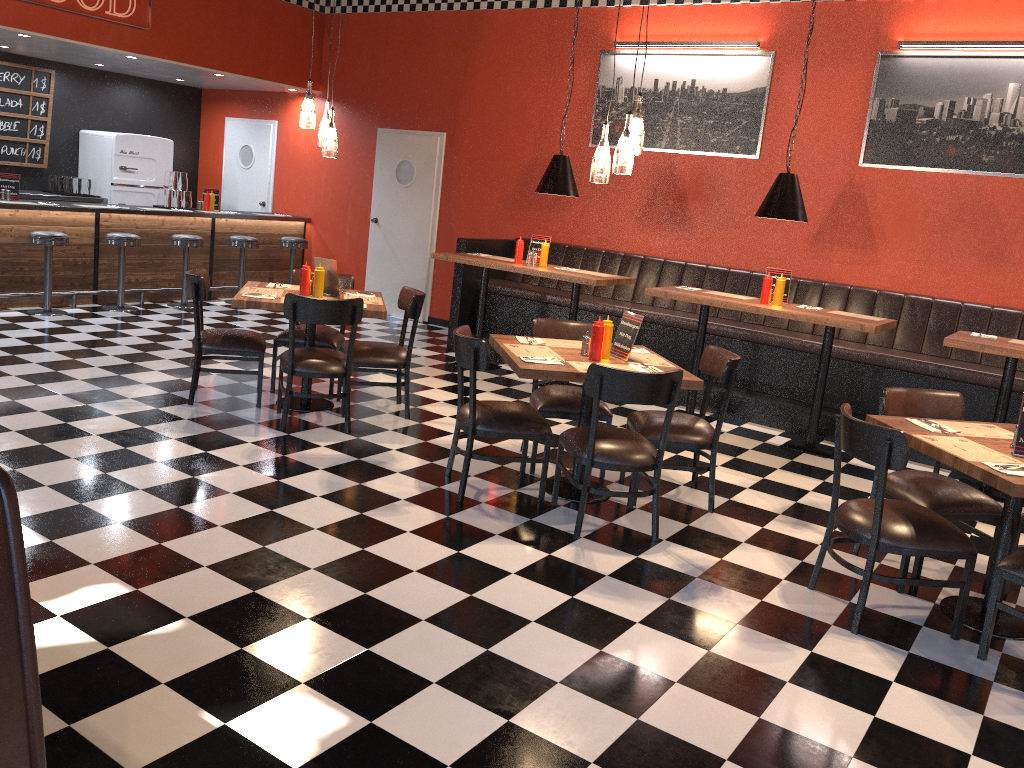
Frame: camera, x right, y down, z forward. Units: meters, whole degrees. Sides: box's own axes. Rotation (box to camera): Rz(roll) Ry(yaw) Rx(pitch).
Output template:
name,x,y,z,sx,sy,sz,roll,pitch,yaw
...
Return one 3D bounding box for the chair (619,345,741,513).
name,x,y,z,sx,sy,sz,roll,pitch,yaw
chair,0.951,0.223,5.005,0.544,0.861,0.490,6,10,-3

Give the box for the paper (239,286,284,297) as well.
name,x,y,z,sx,sy,sz,roll,pitch,yaw
paper,-1.679,-0.623,5.965,0.261,0.001,0.368,4,12,-11

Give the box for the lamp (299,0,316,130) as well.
name,x,y,z,sx,sy,sz,roll,pitch,yaw
lamp,-1.262,-2.657,5.735,0.109,1.951,0.109,11,11,25

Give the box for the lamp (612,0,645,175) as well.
name,x,y,z,sx,sy,sz,roll,pitch,yaw
lamp,0.681,-2.053,4.471,0.108,1.951,0.109,4,10,-15

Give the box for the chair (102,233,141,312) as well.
name,x,y,z,sx,sy,sz,roll,pitch,yaw
chair,-3.968,-1.143,9.007,0.348,0.769,0.351,4,10,-12

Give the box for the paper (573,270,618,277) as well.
name,x,y,z,sx,sy,sz,roll,pitch,yaw
paper,0.705,-0.947,7.594,0.367,0.001,0.262,15,15,35

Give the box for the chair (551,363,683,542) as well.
name,x,y,z,sx,sy,sz,roll,pitch,yaw
chair,0.523,0.297,4.452,0.486,0.861,0.549,4,11,-11

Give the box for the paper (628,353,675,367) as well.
name,x,y,z,sx,sy,sz,roll,pitch,yaw
paper,0.737,-0.141,4.975,0.261,0.001,0.368,4,12,-11

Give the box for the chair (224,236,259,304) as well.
name,x,y,z,sx,sy,sz,roll,pitch,yaw
chair,-3.122,-1.320,10.244,0.350,0.769,0.349,14,13,38

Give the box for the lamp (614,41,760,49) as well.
name,x,y,z,sx,sy,sz,roll,pitch,yaw
lamp,1.607,-3.165,8.276,1.451,0.056,0.081,14,14,33

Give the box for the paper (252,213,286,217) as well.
name,x,y,z,sx,sy,sz,roll,pitch,yaw
paper,-3.013,-2.095,10.984,0.366,0.001,0.263,-6,17,-45

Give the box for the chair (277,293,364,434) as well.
name,x,y,z,sx,sy,sz,roll,pitch,yaw
chair,-1.240,-0.163,5.672,0.486,0.861,0.549,3,11,-17

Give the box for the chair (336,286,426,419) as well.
name,x,y,z,sx,sy,sz,roll,pitch,yaw
chair,-0.910,-0.237,6.177,0.544,0.861,0.490,3,11,-16

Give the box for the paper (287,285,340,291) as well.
name,x,y,z,sx,sy,sz,roll,pitch,yaw
paper,-1.424,-0.679,6.350,0.365,0.001,0.263,4,12,-9

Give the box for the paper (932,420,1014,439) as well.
name,x,y,z,sx,sy,sz,roll,pitch,yaw
paper,2.135,0.210,4.068,0.365,0.001,0.263,4,12,-10

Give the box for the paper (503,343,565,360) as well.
name,x,y,z,sx,sy,sz,roll,pitch,yaw
paper,0.114,-0.178,4.829,0.261,0.001,0.368,3,13,-13

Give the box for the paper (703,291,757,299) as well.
name,x,y,z,sx,sy,sz,roll,pitch,yaw
paper,1.705,-0.696,6.949,0.367,0.001,0.262,15,15,35

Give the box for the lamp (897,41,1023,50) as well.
name,x,y,z,sx,sy,sz,roll,pitch,yaw
lamp,3.753,-2.619,6.854,1.451,0.056,0.081,14,14,33

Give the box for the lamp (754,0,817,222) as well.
name,x,y,z,sx,sy,sz,roll,pitch,yaw
lamp,2.079,-2.198,6.314,0.382,2.029,0.385,4,10,-15

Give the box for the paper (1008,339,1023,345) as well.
name,x,y,z,sx,sy,sz,roll,pitch,yaw
paper,3.468,-0.251,5.798,0.367,0.001,0.262,15,15,35

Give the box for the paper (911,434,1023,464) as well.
name,x,y,z,sx,sy,sz,roll,pitch,yaw
paper,1.887,0.268,3.678,0.261,0.001,0.368,4,13,-12

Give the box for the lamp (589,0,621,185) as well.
name,x,y,z,sx,sy,sz,roll,pitch,yaw
lamp,0.567,-2.019,4.536,0.108,1.951,0.109,-3,14,-44

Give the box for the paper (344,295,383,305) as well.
name,x,y,z,sx,sy,sz,roll,pitch,yaw
paper,-1.025,-0.581,6.102,0.261,0.001,0.368,4,12,-11

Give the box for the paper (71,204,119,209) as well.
name,x,y,z,sx,sy,sz,roll,pitch,yaw
paper,-4.276,-1.821,9.091,0.262,0.001,0.367,13,14,29

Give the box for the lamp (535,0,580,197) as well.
name,x,y,z,sx,sy,sz,roll,pitch,yaw
lamp,0.492,-2.602,7.365,0.382,2.029,0.385,4,10,-15

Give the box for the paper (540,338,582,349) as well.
name,x,y,z,sx,sy,sz,roll,pitch,yaw
paper,0.346,-0.235,5.209,0.365,0.001,0.263,3,13,-13

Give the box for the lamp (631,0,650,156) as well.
name,x,y,z,sx,sy,sz,roll,pitch,yaw
lamp,0.749,-2.181,4.570,0.108,1.951,0.109,7,10,5

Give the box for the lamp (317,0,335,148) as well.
name,x,y,z,sx,sy,sz,roll,pitch,yaw
lamp,-1.161,-2.549,5.820,0.109,1.951,0.109,10,10,20

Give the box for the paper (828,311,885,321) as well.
name,x,y,z,sx,sy,sz,roll,pitch,yaw
paper,2.510,-0.498,6.444,0.367,0.001,0.262,15,15,35

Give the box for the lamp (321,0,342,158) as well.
name,x,y,z,sx,sy,sz,roll,pitch,yaw
lamp,-1.112,-2.462,5.723,0.108,1.951,0.109,5,10,-10

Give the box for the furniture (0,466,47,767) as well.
name,x,y,z,sx,sy,sz,roll,pitch,yaw
furniture,-1.041,0.834,0.534,0.709,1.145,1.715,13,13,32

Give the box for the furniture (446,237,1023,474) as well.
name,x,y,z,sx,sy,sz,roll,pitch,yaw
furniture,3.301,-0.053,6.795,8.797,1.141,1.108,14,14,33

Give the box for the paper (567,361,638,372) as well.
name,x,y,z,sx,sy,sz,roll,pitch,yaw
paper,0.490,-0.080,4.568,0.365,0.001,0.263,3,13,-13

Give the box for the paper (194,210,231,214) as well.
name,x,y,z,sx,sy,sz,roll,pitch,yaw
paper,-3.465,-2.001,10.324,0.262,0.001,0.366,14,15,33

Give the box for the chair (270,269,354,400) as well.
name,x,y,z,sx,sy,sz,roll,pitch,yaw
chair,-1.470,-0.387,6.584,0.486,0.861,0.549,6,11,0

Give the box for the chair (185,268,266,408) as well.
name,x,y,z,sx,sy,sz,roll,pitch,yaw
chair,-1.959,-0.324,6.047,0.544,0.861,0.490,3,11,-17

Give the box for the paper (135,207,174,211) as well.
name,x,y,z,sx,sy,sz,roll,pitch,yaw
paper,-3.892,-1.915,9.713,0.262,0.001,0.366,15,15,34

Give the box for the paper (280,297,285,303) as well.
name,x,y,z,sx,sy,sz,roll,pitch,yaw
paper,-1.305,-0.531,5.731,0.365,0.001,0.263,4,13,-12

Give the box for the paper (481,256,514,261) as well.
name,x,y,z,sx,sy,sz,roll,pitch,yaw
paper,-0.078,-1.148,8.122,0.367,0.001,0.262,15,15,35

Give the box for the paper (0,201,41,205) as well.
name,x,y,z,sx,sy,sz,roll,pitch,yaw
paper,-4.720,-1.730,8.450,0.262,0.001,0.366,15,15,34

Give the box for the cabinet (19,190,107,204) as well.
name,x,y,z,sx,sy,sz,roll,pitch,yaw
cabinet,-6.723,-1.523,8.837,0.678,0.991,5.303,13,14,32

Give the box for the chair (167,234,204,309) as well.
name,x,y,z,sx,sy,sz,roll,pitch,yaw
chair,-3.545,-1.232,9.626,0.350,0.769,0.349,13,12,33

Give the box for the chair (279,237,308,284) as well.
name,x,y,z,sx,sy,sz,roll,pitch,yaw
chair,-2.699,-1.409,10.862,0.348,0.769,0.351,4,10,-12
